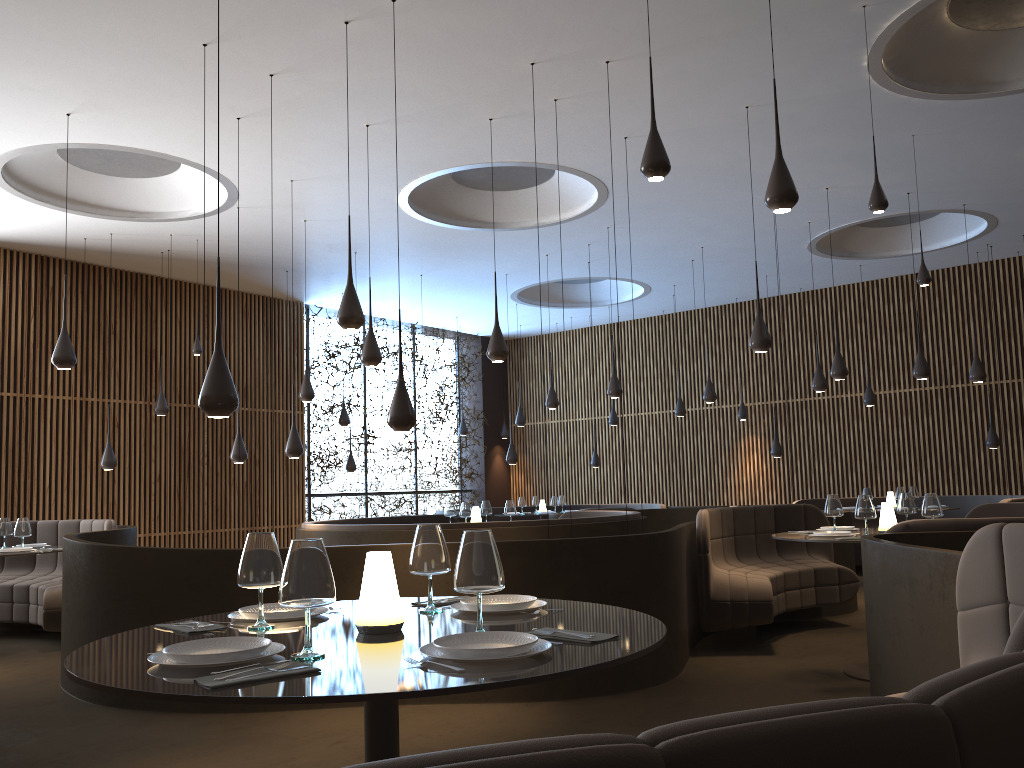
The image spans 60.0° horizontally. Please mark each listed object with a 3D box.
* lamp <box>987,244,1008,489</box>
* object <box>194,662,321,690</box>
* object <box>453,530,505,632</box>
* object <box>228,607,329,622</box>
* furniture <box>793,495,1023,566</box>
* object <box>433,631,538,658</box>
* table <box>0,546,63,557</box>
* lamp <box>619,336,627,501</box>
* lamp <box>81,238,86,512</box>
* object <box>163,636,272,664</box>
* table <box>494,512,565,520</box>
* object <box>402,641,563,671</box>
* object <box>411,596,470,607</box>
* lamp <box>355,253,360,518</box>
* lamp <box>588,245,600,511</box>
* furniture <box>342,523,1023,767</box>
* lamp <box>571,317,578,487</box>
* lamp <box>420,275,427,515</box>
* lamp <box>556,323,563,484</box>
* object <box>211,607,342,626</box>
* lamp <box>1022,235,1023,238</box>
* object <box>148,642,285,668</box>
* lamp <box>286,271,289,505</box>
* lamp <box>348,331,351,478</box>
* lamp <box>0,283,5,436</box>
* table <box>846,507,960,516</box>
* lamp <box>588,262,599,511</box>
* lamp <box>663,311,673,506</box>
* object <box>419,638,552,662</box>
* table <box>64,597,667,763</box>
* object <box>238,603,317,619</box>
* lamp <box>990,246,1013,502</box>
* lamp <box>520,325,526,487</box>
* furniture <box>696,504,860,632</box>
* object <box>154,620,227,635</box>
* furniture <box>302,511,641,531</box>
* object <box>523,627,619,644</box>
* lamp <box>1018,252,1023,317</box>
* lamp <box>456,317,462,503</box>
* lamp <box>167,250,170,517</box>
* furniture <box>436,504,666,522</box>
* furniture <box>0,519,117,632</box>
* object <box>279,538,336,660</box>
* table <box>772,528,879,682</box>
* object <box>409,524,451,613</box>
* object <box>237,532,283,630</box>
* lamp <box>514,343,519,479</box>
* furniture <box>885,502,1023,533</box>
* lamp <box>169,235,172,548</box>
[{"bbox_3d":[7.042,1.079,12.656,0.196,6.261,0.196,2,-7,-37],"label":"lamp"},{"bbox_3d":[-0.574,0.660,2.005,0.262,0.017,0.127,4,-9,-38],"label":"object"},{"bbox_3d":[-0.091,0.554,2.454,0.142,0.294,0.142,-2,-6,7],"label":"object"},{"bbox_3d":[-0.788,0.779,3.000,0.332,0.014,0.332,5,-9,-43],"label":"object"},{"bbox_3d":[5.866,2.105,12.342,1.981,1.044,3.945,1,-7,-20],"label":"furniture"},{"bbox_3d":[-0.065,0.652,2.211,0.263,0.029,0.264,2,-8,-28],"label":"object"},{"bbox_3d":[-4.820,2.024,7.936,1.674,1.021,1.675,-5,-7,29],"label":"table"},{"bbox_3d":[2.202,1.781,17.230,0.196,6.261,0.196,2,-7,-37],"label":"lamp"},{"bbox_3d":[-5.346,1.263,11.011,0.196,6.261,0.196,3,-7,-44],"label":"lamp"},{"bbox_3d":[-0.747,0.678,2.253,0.263,0.029,0.263,-6,-8,29],"label":"object"},{"bbox_3d":[0.547,2.741,15.250,1.672,1.021,1.677,-2,-6,-1],"label":"table"},{"bbox_3d":[-0.068,0.662,2.206,0.204,0.012,0.411,-7,-9,37],"label":"object"},{"bbox_3d":[-0.233,0.801,3.261,0.262,0.017,0.127,4,-9,-42],"label":"object"},{"bbox_3d":[-2.082,1.289,12.057,0.196,6.261,0.196,-1,-5,-7],"label":"lamp"},{"bbox_3d":[1.164,1.183,12.012,0.196,6.261,0.196,0,-6,-17],"label":"lamp"},{"bbox_3d":[0.478,0.929,1.779,4.244,1.119,1.472,4,-8,-39],"label":"furniture"},{"bbox_3d":[1.265,1.804,17.184,0.196,6.261,0.196,2,-7,-37],"label":"lamp"},{"bbox_3d":[-1.308,1.431,13.437,0.196,6.261,0.196,-1,-5,-7],"label":"lamp"},{"bbox_3d":[1.009,1.880,17.743,0.196,6.261,0.196,-4,-6,23],"label":"lamp"},{"bbox_3d":[-0.786,0.781,3.003,0.204,0.012,0.411,-8,-9,42],"label":"object"},{"bbox_3d":[7.315,1.018,12.217,0.196,6.261,0.196,2,-7,-37],"label":"lamp"},{"bbox_3d":[-0.747,0.688,2.252,0.332,0.014,0.332,4,-9,-41],"label":"object"},{"bbox_3d":[-3.266,1.434,12.956,0.196,6.261,0.196,-3,-6,13],"label":"lamp"},{"bbox_3d":[-2.783,1.701,15.296,0.196,6.261,0.196,1,-6,-27],"label":"lamp"},{"bbox_3d":[-6.088,1.893,10.494,0.196,6.261,0.196,-3,-6,13],"label":"lamp"},{"bbox_3d":[5.172,2.206,12.000,1.674,1.021,1.675,-5,-7,27],"label":"table"},{"bbox_3d":[1.245,1.296,12.967,0.196,6.261,0.196,0,-6,-17],"label":"lamp"},{"bbox_3d":[3.017,1.705,16.815,0.196,6.261,0.196,1,-6,-27],"label":"lamp"},{"bbox_3d":[-0.065,0.661,2.210,0.332,0.014,0.333,0,-7,-12],"label":"object"},{"bbox_3d":[-0.375,1.240,2.577,1.673,1.021,1.675,4,-9,-43],"label":"table"},{"bbox_3d":[-0.789,0.770,3.001,0.263,0.029,0.264,-3,-7,8],"label":"object"},{"bbox_3d":[5.325,1.613,9.381,0.196,6.261,0.196,-1,-5,-7],"label":"lamp"},{"bbox_3d":[0.270,1.916,17.852,0.196,6.261,0.196,1,-6,-27],"label":"lamp"},{"bbox_3d":[2.451,1.693,8.397,0.932,1.058,2.534,-7,-9,43],"label":"furniture"},{"bbox_3d":[-1.019,0.770,2.804,0.126,0.017,0.262,5,-9,-43],"label":"object"},{"bbox_3d":[-0.447,2.095,10.203,3.881,1.115,3.799,-3,-7,13],"label":"furniture"},{"bbox_3d":[0.151,0.687,2.421,0.262,0.017,0.126,-8,-9,42],"label":"object"},{"bbox_3d":[7.764,1.115,13.136,0.196,6.261,0.196,1,-6,-27],"label":"lamp"},{"bbox_3d":[-0.966,1.828,16.811,0.196,6.261,0.196,1,-6,-27],"label":"lamp"},{"bbox_3d":[-4.525,1.314,11.642,0.196,6.261,0.196,3,-7,-44],"label":"lamp"},{"bbox_3d":[0.687,2.620,15.045,3.884,1.045,3.800,-4,-7,15],"label":"furniture"},{"bbox_3d":[-4.633,1.889,8.754,2.534,1.058,0.932,-6,-8,34],"label":"furniture"},{"bbox_3d":[-0.519,0.543,2.249,0.142,0.294,0.142,1,-6,-28],"label":"object"},{"bbox_3d":[2.814,1.618,6.532,1.672,1.021,1.677,0,-7,-17],"label":"table"},{"bbox_3d":[-0.282,0.631,3.041,0.142,0.294,0.142,-6,-7,35],"label":"object"},{"bbox_3d":[-0.788,0.615,2.780,0.142,0.294,0.142,-4,-6,23],"label":"object"},{"bbox_3d":[0.144,2.065,19.060,0.196,6.261,0.196,1,-6,-27],"label":"lamp"},{"bbox_3d":[4.281,1.487,6.859,1.983,1.045,3.940,-6,-8,35],"label":"furniture"},{"bbox_3d":[-4.229,1.222,10.958,0.196,6.261,0.196,1,-6,-24],"label":"lamp"}]
